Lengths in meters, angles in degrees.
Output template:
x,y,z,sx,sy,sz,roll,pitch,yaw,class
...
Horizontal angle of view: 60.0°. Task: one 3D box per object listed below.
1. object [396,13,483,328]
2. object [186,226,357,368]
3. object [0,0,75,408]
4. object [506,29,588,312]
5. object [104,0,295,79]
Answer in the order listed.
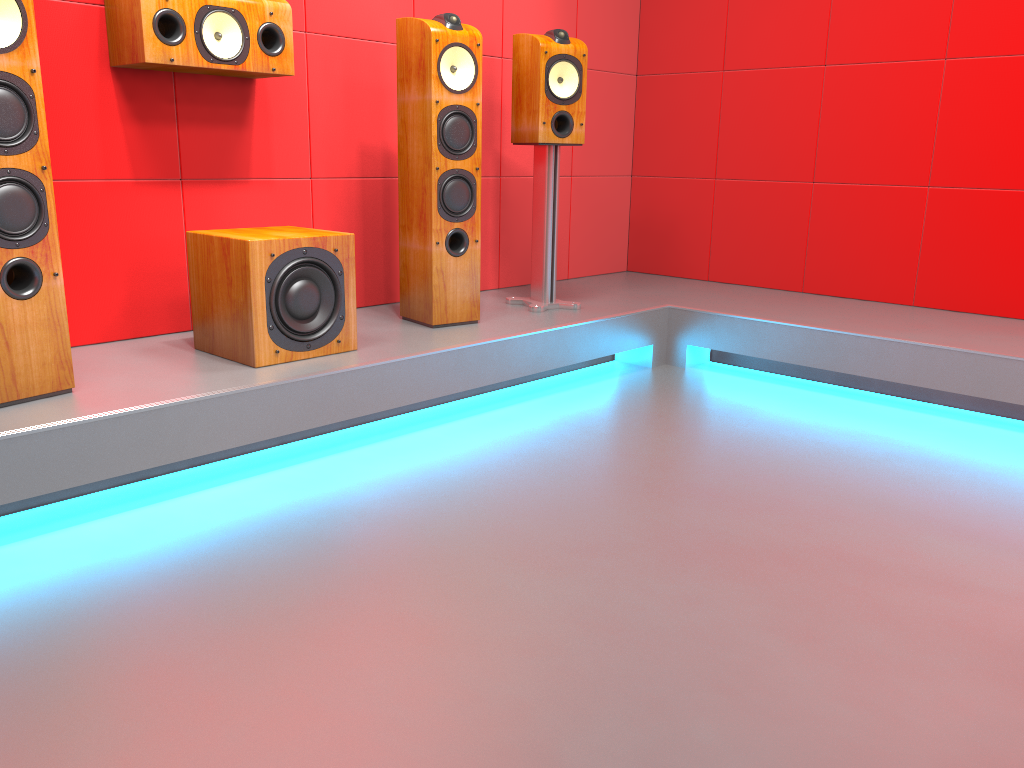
x,y,z,sx,sy,sz,roll,pitch,yaw,class
-0.255,-0.740,3.133,0.203,1.052,0.238,-10,18,-36,object
-0.723,-0.280,2.701,0.360,0.360,0.360,14,19,41,object
-1.236,-0.485,2.075,0.238,1.052,0.203,10,17,31,object
0.136,-0.833,3.509,0.231,1.058,0.265,-6,16,-26,object
-0.946,-1.100,2.717,0.235,0.271,0.493,14,19,41,object
